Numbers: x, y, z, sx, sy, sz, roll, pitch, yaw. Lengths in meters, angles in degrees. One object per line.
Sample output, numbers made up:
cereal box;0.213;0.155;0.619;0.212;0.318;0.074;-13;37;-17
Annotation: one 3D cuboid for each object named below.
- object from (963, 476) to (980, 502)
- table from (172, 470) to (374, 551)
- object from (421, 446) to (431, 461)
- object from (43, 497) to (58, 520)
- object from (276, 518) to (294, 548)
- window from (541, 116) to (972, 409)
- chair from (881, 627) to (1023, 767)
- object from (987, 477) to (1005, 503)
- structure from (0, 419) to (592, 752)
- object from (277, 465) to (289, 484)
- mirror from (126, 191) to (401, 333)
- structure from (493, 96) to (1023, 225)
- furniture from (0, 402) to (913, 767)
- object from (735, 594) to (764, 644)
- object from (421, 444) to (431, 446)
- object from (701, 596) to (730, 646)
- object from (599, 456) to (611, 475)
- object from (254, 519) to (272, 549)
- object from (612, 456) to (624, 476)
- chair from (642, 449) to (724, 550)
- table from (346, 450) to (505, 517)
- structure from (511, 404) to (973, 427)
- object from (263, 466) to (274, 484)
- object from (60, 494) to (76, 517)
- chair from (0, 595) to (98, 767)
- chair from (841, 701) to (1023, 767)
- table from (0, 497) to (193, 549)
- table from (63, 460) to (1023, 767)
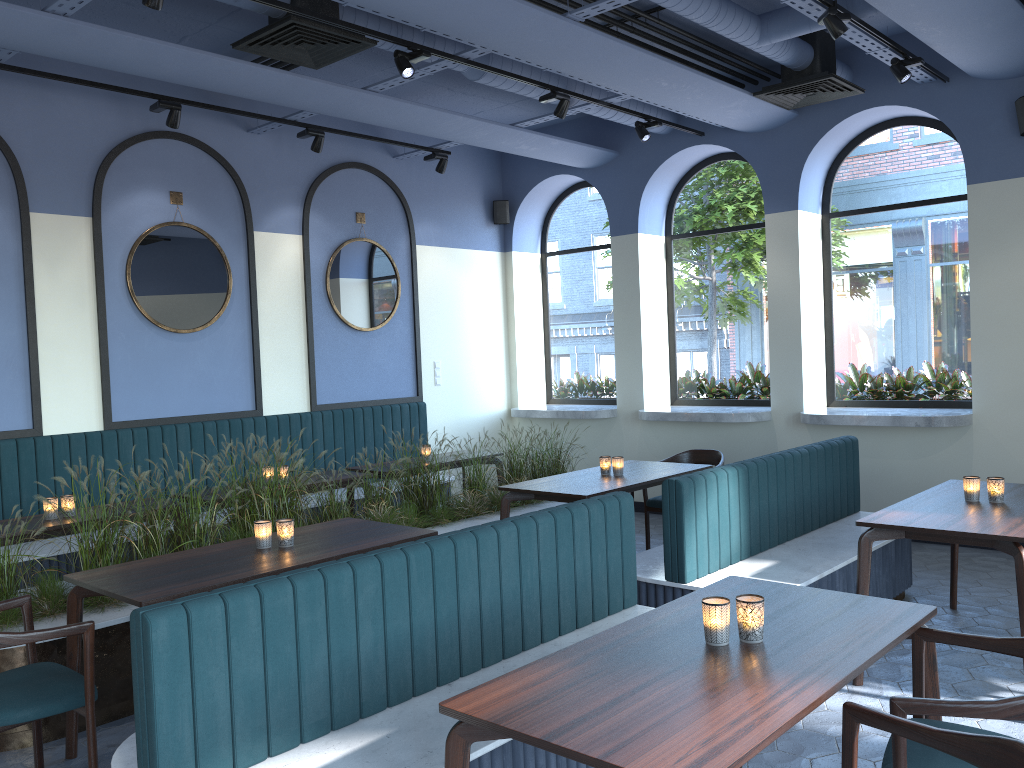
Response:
object;2.294;0.523;4.424;0.078;0.120;0.078;-4;2;-31
table;-1.600;1.063;6.117;0.548;0.755;1.332;-1;3;42
object;-0.683;0.555;7.070;0.078;0.120;0.078;-1;2;25
object;-2.607;0.704;5.013;0.078;0.120;0.078;-4;2;-31
object;-1.023;0.673;4.005;0.078;0.120;0.078;-1;2;25
window;1.944;-0.779;2.736;3.897;2.394;14.212;-2;2;3
chair;1.257;1.058;2.320;0.525;0.793;0.618;-1;2;28
object;2.382;0.522;4.366;0.078;0.120;0.078;-4;2;-31
structure;-0.983;0.829;5.578;1.143;1.207;4.878;0;3;44
object;-1.578;0.624;6.117;0.078;0.120;0.078;-1;2;25
mirror;-2.532;-0.937;6.855;0.026;1.089;4.357;-1;3;42
structure;-1.597;-1.546;3.007;7.261;0.268;13.143;-1;2;25
furniture;-0.729;0.855;5.350;4.703;1.150;4.800;-1;3;42
object;0.666;0.656;2.476;0.078;0.120;0.078;-1;2;25
object;-0.693;0.552;7.167;0.078;0.120;0.078;-1;2;25
object;0.569;0.661;2.466;0.078;0.120;0.078;-1;2;25
object;0.622;0.542;5.896;0.078;0.120;0.078;-4;2;-31
object;-1.120;0.678;3.995;0.078;0.120;0.078;-1;2;25
object;0.697;0.541;5.834;0.078;0.120;0.078;-4;2;-31
chair;1.329;0.909;6.604;0.618;0.793;0.525;-1;3;42
table;-0.662;0.989;7.153;0.548;0.755;1.332;-1;3;42
structure;1.773;0.455;2.771;4.315;0.080;14.155;-2;2;3
object;-1.676;0.628;6.107;0.078;0.120;0.078;-1;2;25
object;-2.545;0.698;5.089;0.078;0.120;0.078;-4;2;-31
chair;-1.802;1.155;3.142;0.618;0.793;0.525;-1;3;42
chair;0.770;1.096;1.784;0.525;0.793;0.618;-1;3;42
table;-2.523;1.135;5.095;0.548;0.755;1.285;-1;3;42
table;-0.473;1.161;1.885;3.997;0.755;9.778;-1;2;26
